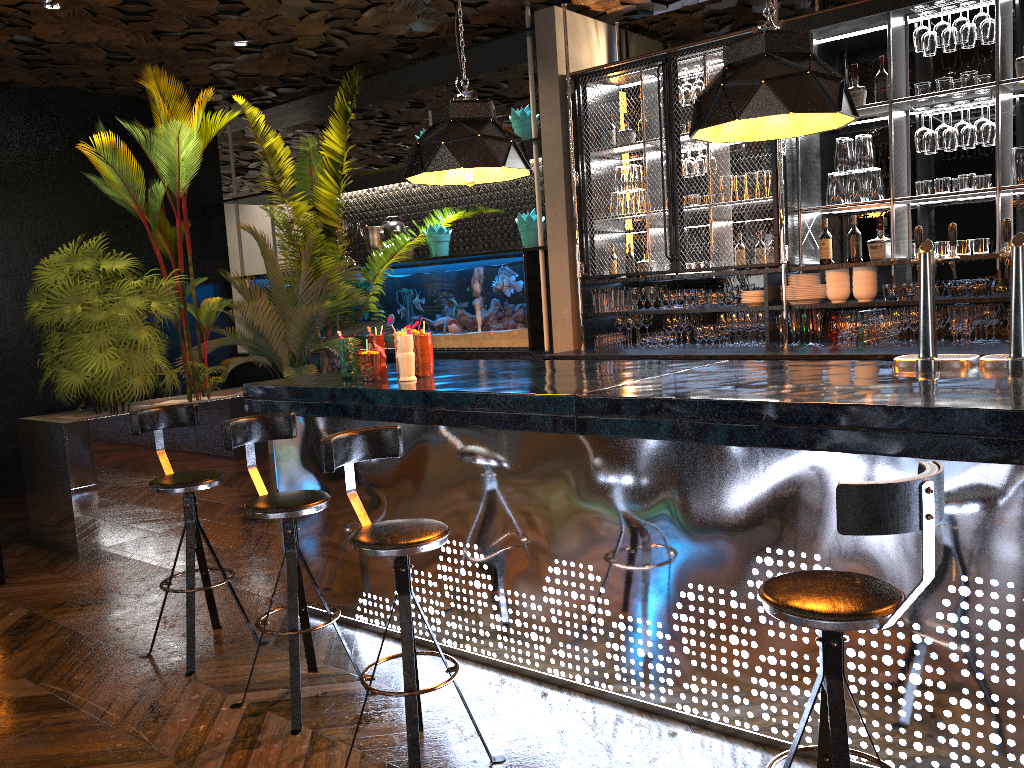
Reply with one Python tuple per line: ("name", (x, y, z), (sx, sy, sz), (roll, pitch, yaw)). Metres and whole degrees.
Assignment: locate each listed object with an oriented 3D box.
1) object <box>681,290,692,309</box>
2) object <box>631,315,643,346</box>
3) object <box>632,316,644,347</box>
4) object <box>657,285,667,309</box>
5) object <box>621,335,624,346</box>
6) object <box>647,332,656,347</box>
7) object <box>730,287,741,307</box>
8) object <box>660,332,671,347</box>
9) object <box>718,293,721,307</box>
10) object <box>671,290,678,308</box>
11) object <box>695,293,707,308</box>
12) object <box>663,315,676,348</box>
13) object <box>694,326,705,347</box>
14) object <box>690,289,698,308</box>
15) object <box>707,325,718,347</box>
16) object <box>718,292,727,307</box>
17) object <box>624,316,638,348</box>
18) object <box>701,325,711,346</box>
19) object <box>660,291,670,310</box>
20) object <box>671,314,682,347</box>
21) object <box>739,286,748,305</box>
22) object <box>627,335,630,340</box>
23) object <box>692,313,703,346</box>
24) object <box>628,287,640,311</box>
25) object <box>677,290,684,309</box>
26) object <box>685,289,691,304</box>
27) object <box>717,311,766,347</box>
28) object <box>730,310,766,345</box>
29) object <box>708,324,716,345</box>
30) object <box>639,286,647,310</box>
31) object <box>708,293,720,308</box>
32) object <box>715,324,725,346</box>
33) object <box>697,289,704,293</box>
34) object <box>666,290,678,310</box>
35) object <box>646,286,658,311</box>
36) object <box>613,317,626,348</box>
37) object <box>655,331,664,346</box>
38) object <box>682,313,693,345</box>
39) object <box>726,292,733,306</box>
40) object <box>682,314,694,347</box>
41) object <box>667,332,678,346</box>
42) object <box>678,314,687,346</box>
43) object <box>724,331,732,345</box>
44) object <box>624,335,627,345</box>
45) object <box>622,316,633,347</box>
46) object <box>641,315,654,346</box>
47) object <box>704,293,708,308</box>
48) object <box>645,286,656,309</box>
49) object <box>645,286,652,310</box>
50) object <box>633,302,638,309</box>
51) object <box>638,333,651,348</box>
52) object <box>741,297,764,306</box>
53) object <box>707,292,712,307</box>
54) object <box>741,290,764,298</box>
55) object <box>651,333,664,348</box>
("object", (1.210, -0.586, 6.147), (0.074, 0.131, 0.074), (-8, 8, -37))
("object", (0.945, -0.408, 6.722), (0.091, 0.227, 0.091), (2, 8, 43))
("object", (0.935, -0.389, 6.550), (0.091, 0.227, 0.091), (-3, 6, 3))
("object", (1.098, -0.638, 6.518), (0.087, 0.170, 0.087), (-4, 6, 0))
("object", (0.839, -0.329, 6.758), (0.034, 0.080, 0.034), (1, 8, 38))
("object", (1.023, -0.325, 6.487), (0.093, 0.101, 0.093), (-4, 6, 0))
("object", (1.514, -0.590, 6.010), (0.074, 0.131, 0.074), (-8, 8, -37))
("object", (1.103, -0.323, 6.423), (0.093, 0.101, 0.093), (-7, 7, -29))
("object", (1.399, -0.577, 6.103), (0.078, 0.099, 0.078), (-3, 6, 7))
("object", (1.188, -0.616, 6.435), (0.081, 0.132, 0.081), (-2, 6, 11))
("object", (1.295, -0.569, 6.081), (0.078, 0.103, 0.078), (-4, 6, -7))
("object", (1.109, -0.369, 6.253), (0.077, 0.229, 0.088), (-8, 8, -37))
("object", (1.305, -0.331, 6.168), (0.074, 0.146, 0.065), (-2, 6, 16))
("object", (1.267, -0.596, 6.212), (0.074, 0.131, 0.074), (-8, 8, -37))
("object", (1.382, -0.330, 6.111), (0.074, 0.146, 0.065), (0, 7, 34))
("object", (1.459, -0.588, 6.174), (0.078, 0.099, 0.078), (-3, 6, 7))
("object", (0.868, -0.377, 6.472), (0.091, 0.227, 0.091), (-7, 7, -27))
("object", (1.369, -0.344, 6.249), (0.074, 0.146, 0.065), (-8, 8, -38))
("object", (1.096, -0.598, 6.322), (0.081, 0.132, 0.081), (-2, 6, 11))
("object", (1.168, -0.380, 6.322), (0.088, 0.229, 0.077), (-4, 6, -1))
("object", (1.602, -0.612, 6.164), (0.074, 0.131, 0.074), (-8, 8, -37))
("object", (0.896, -0.340, 6.827), (0.034, 0.080, 0.034), (-9, 8, -40))
("object", (1.324, -0.393, 6.347), (0.088, 0.229, 0.077), (2, 8, 41))
("object", (0.886, -0.613, 6.402), (0.087, 0.170, 0.087), (-4, 6, 0))
("object", (1.200, -0.605, 6.324), (0.081, 0.132, 0.081), (-2, 6, 11))
("object", (1.285, -0.621, 6.421), (0.081, 0.132, 0.081), (-2, 6, 11))
("object", (1.582, -0.370, 5.995), (0.376, 0.227, 0.186), (1, 8, 38))
("object", (1.705, -0.394, 6.145), (0.376, 0.227, 0.186), (1, 8, 38))
("object", (1.430, -0.355, 6.323), (0.074, 0.146, 0.065), (-6, 6, -21))
("object", (0.961, -0.627, 6.493), (0.087, 0.170, 0.087), (-4, 6, 0))
("object", (1.367, -0.565, 6.013), (0.078, 0.099, 0.078), (-3, 6, 7))
("object", (1.448, -0.343, 6.193), (0.074, 0.146, 0.065), (-7, 7, -27))
("object", (1.321, -0.607, 6.279), (0.074, 0.131, 0.074), (-8, 8, -37))
("object", (1.127, -0.591, 6.230), (0.081, 0.132, 0.081), (-2, 6, 11))
("object", (0.997, -0.608, 6.298), (0.087, 0.170, 0.087), (-4, 6, 0))
("object", (0.797, -0.379, 6.533), (0.091, 0.227, 0.091), (-3, 6, 2))
("object", (1.090, -0.338, 6.566), (0.093, 0.101, 0.093), (-1, 7, 26))
("object", (1.276, -0.402, 6.458), (0.077, 0.229, 0.088), (-2, 6, 14))
("object", (1.515, -0.598, 6.236), (0.078, 0.099, 0.078), (-3, 6, 7))
("object", (1.243, -0.378, 6.255), (0.088, 0.229, 0.077), (1, 8, 39))
("object", (1.171, -0.335, 6.497), (0.093, 0.101, 0.093), (-8, 7, -35))
("object", (1.217, -0.390, 6.387), (0.088, 0.229, 0.077), (-8, 7, -34))
("object", (1.516, -0.355, 6.269), (0.065, 0.146, 0.074), (-7, 7, -28))
("object", (0.866, -0.334, 6.793), (0.034, 0.080, 0.034), (-9, 8, -41))
("object", (0.867, -0.392, 6.614), (0.091, 0.227, 0.091), (-5, 6, -11))
("object", (1.012, -0.403, 6.637), (0.091, 0.227, 0.091), (-3, 6, 2))
("object", (1.330, -0.580, 6.161), (0.078, 0.103, 0.078), (-4, 6, -7))
("object", (1.036, -0.641, 6.584), (0.087, 0.170, 0.087), (-4, 6, 0))
("object", (1.006, -0.621, 6.407), (0.087, 0.170, 0.087), (-4, 6, 0))
("object", (0.931, -0.646, 6.764), (0.051, 0.152, 0.058), (-4, 6, 0))
("object", (0.956, -0.312, 6.406), (0.093, 0.101, 0.093), (-3, 6, 8))
("object", (1.629, -0.551, 5.894), (0.211, 0.060, 0.209), (-4, 6, -1))
("object", (1.386, -0.591, 6.232), (0.078, 0.103, 0.078), (-4, 6, -7))
("object", (1.627, -0.591, 5.889), (0.209, 0.060, 0.211), (-4, 6, -6))
("object", (1.041, -0.310, 6.337), (0.093, 0.101, 0.093), (-3, 6, 2))
